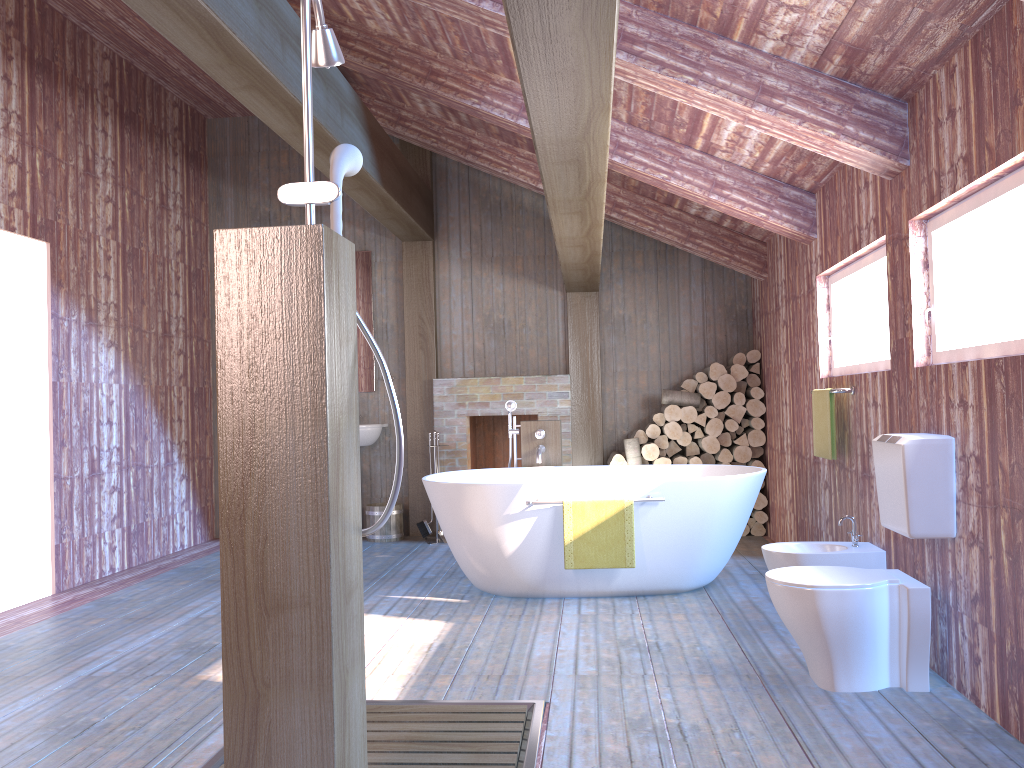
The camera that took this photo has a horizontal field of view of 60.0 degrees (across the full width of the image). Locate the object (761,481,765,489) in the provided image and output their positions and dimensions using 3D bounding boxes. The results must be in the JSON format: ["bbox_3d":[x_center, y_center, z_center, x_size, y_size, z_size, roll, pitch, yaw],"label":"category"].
[{"bbox_3d":[1.906,0.762,7.013,0.114,0.113,0.301,-2,-1,3],"label":"object"}]

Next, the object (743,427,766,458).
[{"bbox_3d":[1.889,0.468,6.975,0.137,0.256,0.439,-2,-1,6],"label":"object"}]

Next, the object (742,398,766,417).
[{"bbox_3d":[1.882,0.183,6.976,0.147,0.152,0.439,-2,-1,6],"label":"object"}]

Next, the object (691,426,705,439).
[{"bbox_3d":[1.467,0.379,7.009,0.085,0.096,0.280,-2,-1,6],"label":"object"}]

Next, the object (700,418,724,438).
[{"bbox_3d":[1.572,0.343,6.997,0.136,0.157,0.439,-2,-1,6],"label":"object"}]

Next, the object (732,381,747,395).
[{"bbox_3d":[1.790,0.036,7.086,0.132,0.119,0.319,-2,-1,7],"label":"object"}]

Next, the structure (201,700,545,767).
[{"bbox_3d":[-0.421,1.162,2.711,1.000,0.067,1.000,-2,-1,5],"label":"structure"}]

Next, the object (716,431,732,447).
[{"bbox_3d":[1.646,0.428,6.975,0.111,0.118,0.302,-2,-1,4],"label":"object"}]

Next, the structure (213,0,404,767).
[{"bbox_3d":[-0.482,0.036,2.196,0.328,2.209,0.522,-2,-2,26],"label":"structure"}]

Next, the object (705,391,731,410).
[{"bbox_3d":[1.623,0.135,6.998,0.143,0.151,0.440,-2,-1,6],"label":"object"}]

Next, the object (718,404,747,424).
[{"bbox_3d":[1.735,0.236,7.014,0.172,0.151,0.482,-2,-1,6],"label":"object"}]

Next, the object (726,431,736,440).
[{"bbox_3d":[1.714,0.400,6.970,0.065,0.069,0.177,-2,-1,4],"label":"object"}]

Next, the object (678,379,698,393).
[{"bbox_3d":[1.412,0.026,7.116,0.140,0.121,0.319,-2,-1,7],"label":"object"}]

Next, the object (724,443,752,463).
[{"bbox_3d":[1.776,0.543,6.982,0.137,0.133,0.437,-2,-1,3],"label":"object"}]

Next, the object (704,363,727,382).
[{"bbox_3d":[1.606,-0.092,7.023,0.135,0.139,0.456,-2,-1,6],"label":"object"}]

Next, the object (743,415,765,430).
[{"bbox_3d":[1.894,0.302,6.969,0.102,0.109,0.438,-2,-1,6],"label":"object"}]

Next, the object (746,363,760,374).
[{"bbox_3d":[1.897,-0.121,7.031,0.081,0.100,0.281,-2,-1,5],"label":"object"}]

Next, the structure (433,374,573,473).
[{"bbox_3d":[-0.063,0.602,7.315,1.130,1.330,0.226,-2,-1,5],"label":"structure"}]

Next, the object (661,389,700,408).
[{"bbox_3d":[1.318,0.114,6.923,0.302,0.157,0.121,-2,-1,6],"label":"object"}]

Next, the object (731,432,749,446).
[{"bbox_3d":[1.773,0.426,6.977,0.115,0.112,0.423,-2,-1,6],"label":"object"}]

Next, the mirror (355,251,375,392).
[{"bbox_3d":[-1.349,-0.526,7.527,0.350,1.199,0.009,-2,-1,5],"label":"mirror"}]

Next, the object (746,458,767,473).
[{"bbox_3d":[1.884,0.655,6.983,0.139,0.137,0.455,-2,-1,3],"label":"object"}]

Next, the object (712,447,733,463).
[{"bbox_3d":[1.648,0.555,6.961,0.114,0.113,0.301,-2,-1,3],"label":"object"}]

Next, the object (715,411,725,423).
[{"bbox_3d":[1.620,0.260,6.973,0.095,0.090,0.278,-2,-1,7],"label":"object"}]

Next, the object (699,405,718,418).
[{"bbox_3d":[1.546,0.215,6.999,0.102,0.109,0.438,-2,-1,6],"label":"object"}]

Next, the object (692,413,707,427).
[{"bbox_3d":[1.459,0.289,7.005,0.109,0.124,0.424,-2,-1,5],"label":"object"}]

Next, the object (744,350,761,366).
[{"bbox_3d":[1.889,-0.207,7.018,0.112,0.113,0.271,-2,-1,5],"label":"object"}]

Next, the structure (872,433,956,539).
[{"bbox_3d":[1.487,0.369,3.293,0.182,0.363,0.358,-2,-1,6],"label":"structure"}]

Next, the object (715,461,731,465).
[{"bbox_3d":[1.653,0.663,6.953,0.116,0.117,0.289,-2,-1,3],"label":"object"}]

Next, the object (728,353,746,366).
[{"bbox_3d":[1.783,-0.180,7.026,0.104,0.121,0.270,-2,-1,6],"label":"object"}]

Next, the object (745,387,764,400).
[{"bbox_3d":[1.891,0.070,6.974,0.102,0.109,0.438,-2,-1,6],"label":"object"}]

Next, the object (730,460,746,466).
[{"bbox_3d":[1.777,0.662,7.072,0.118,0.106,0.319,-2,-1,3],"label":"object"}]

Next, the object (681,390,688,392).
[{"bbox_3d":[1.361,0.113,7.117,0.113,0.130,0.291,-2,-1,6],"label":"object"}]

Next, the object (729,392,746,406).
[{"bbox_3d":[1.761,0.118,6.984,0.089,0.106,0.437,-2,-1,6],"label":"object"}]

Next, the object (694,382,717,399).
[{"bbox_3d":[1.524,0.049,7.026,0.139,0.148,0.458,-2,-1,6],"label":"object"}]

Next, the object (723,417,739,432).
[{"bbox_3d":[1.699,0.317,6.984,0.102,0.109,0.438,-2,-1,6],"label":"object"}]

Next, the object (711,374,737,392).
[{"bbox_3d":[1.659,-0.003,6.998,0.141,0.143,0.437,-2,-1,3],"label":"object"}]

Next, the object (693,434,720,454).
[{"bbox_3d":[1.533,0.468,6.997,0.141,0.143,0.437,-2,-1,3],"label":"object"}]

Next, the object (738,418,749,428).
[{"bbox_3d":[1.836,0.305,7.019,0.088,0.092,0.280,-2,-1,6],"label":"object"}]

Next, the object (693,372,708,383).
[{"bbox_3d":[1.486,-0.049,7.003,0.094,0.097,0.227,-2,-1,6],"label":"object"}]

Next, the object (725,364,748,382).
[{"bbox_3d":[1.765,-0.082,7.010,0.133,0.142,0.456,-2,-1,6],"label":"object"}]

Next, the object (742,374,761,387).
[{"bbox_3d":[1.889,-0.025,7.014,0.107,0.115,0.269,-2,-1,6],"label":"object"}]
